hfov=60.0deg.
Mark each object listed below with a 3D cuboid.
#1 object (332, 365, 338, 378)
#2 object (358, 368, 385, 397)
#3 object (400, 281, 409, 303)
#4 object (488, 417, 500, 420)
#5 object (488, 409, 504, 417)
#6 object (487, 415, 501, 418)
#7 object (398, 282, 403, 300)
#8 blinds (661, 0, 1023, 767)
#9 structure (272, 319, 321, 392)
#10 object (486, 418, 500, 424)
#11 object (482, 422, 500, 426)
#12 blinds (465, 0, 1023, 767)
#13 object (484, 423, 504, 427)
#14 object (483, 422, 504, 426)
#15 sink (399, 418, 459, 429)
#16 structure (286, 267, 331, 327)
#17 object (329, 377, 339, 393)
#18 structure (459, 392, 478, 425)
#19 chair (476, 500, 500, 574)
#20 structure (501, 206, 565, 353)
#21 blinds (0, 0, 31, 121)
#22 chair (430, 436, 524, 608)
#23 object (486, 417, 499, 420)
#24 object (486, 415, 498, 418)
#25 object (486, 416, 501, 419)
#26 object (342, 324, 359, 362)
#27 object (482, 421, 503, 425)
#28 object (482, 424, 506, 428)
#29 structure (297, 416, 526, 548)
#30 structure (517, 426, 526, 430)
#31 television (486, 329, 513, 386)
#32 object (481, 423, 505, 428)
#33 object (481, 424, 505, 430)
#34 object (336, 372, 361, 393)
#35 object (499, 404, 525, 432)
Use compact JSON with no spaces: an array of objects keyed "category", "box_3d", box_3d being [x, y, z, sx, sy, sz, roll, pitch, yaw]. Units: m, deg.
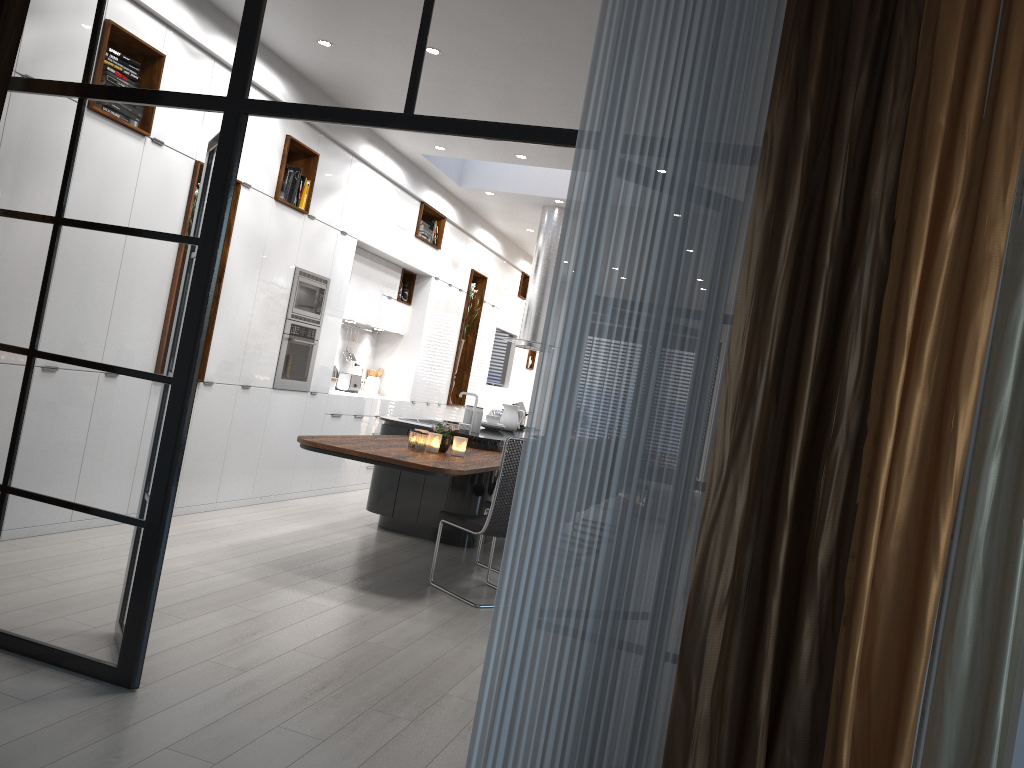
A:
[{"category":"object","box_3d":[-1.826,-0.069,8.864,0.220,0.270,0.179,11,-2,-32]},{"category":"object","box_3d":[-1.565,-0.039,9.952,0.221,0.316,0.329,10,-1,16]},{"category":"object","box_3d":[-1.231,-1.040,10.030,0.124,0.231,0.123,10,-2,17]},{"category":"object","box_3d":[-0.180,0.342,8.345,0.138,0.051,0.138,10,-1,-4]},{"category":"object","box_3d":[-0.142,0.351,8.976,0.212,0.174,0.211,10,-1,22]},{"category":"object","box_3d":[-0.177,0.325,8.346,0.138,0.051,0.138,10,-1,-4]},{"category":"object","box_3d":[-1.278,-1.071,9.844,0.124,0.275,0.124,10,-2,4]},{"category":"blinds","box_3d":[0.958,-0.054,2.231,0.812,3.047,0.254,10,-2,16]},{"category":"structure","box_3d":[-1.988,-0.261,7.496,0.496,0.571,0.594,10,-1,16]},{"category":"object","box_3d":[-0.182,0.354,8.345,0.138,0.051,0.138,10,-1,-4]},{"category":"object","box_3d":[-0.188,0.382,8.343,0.229,0.016,0.229,10,0,12]},{"category":"blinds","box_3d":[0.713,-0.090,2.406,1.302,3.071,0.052,10,-2,16]},{"category":"object","box_3d":[-0.189,0.387,8.343,0.229,0.016,0.229,10,0,12]},{"category":"object","box_3d":[-0.187,0.378,8.343,0.229,0.016,0.229,10,0,12]},{"category":"sink","box_3d":[-0.625,0.417,7.620,0.485,0.153,0.737,10,0,16]},{"category":"structure","box_3d":[-1.917,-0.757,7.517,0.459,0.431,0.594,10,-1,16]},{"category":"object","box_3d":[-1.834,-0.013,8.306,0.380,0.148,0.262,10,-1,16]},{"category":"structure","box_3d":[-0.393,0.227,7.545,0.177,0.311,0.089,10,-2,16]},{"category":"chair","box_3d":[0.145,0.858,6.412,0.469,1.019,0.538,12,-2,-44]},{"category":"structure","box_3d":[0.367,-1.154,9.879,0.696,1.610,1.041,10,-1,15]},{"category":"blinds","box_3d":[-2.171,-0.613,3.140,0.811,3.047,0.254,10,-2,15]},{"category":"chair","box_3d":[-0.110,0.806,5.512,0.469,1.019,0.537,12,-2,-39]},{"category":"object","box_3d":[-0.181,0.348,8.345,0.138,0.051,0.138,10,-1,-4]},{"category":"object","box_3d":[-0.178,0.331,8.345,0.138,0.051,0.138,10,-1,-4]},{"category":"object","box_3d":[-0.179,0.337,8.345,0.138,0.051,0.138,10,-1,-4]},{"category":"object","box_3d":[-1.716,-0.431,9.430,0.069,0.389,0.319,10,-1,17]},{"category":"object","box_3d":[-0.186,0.373,8.344,0.229,0.016,0.229,10,0,12]},{"category":"object","box_3d":[-0.191,0.404,8.343,0.263,0.033,0.265,11,0,-38]},{"category":"structure","box_3d":[-0.290,0.856,7.720,1.379,0.888,5.631,10,0,16]},{"category":"structure","box_3d":[-0.010,0.457,9.832,0.502,0.026,0.810,10,0,16]},{"category":"television","box_3d":[-0.232,-0.388,13.280,0.050,0.806,1.185,10,-1,16]},{"category":"object","box_3d":[-0.190,0.398,8.343,0.263,0.033,0.265,11,0,-38]},{"category":"object","box_3d":[-0.193,0.410,8.343,0.263,0.033,0.265,11,0,-38]},{"category":"object","box_3d":[-1.728,-0.011,9.425,0.177,0.195,0.260,10,-1,16]},{"category":"object","box_3d":[-0.012,0.331,8.590,0.182,0.254,0.211,11,-2,-40]}]
